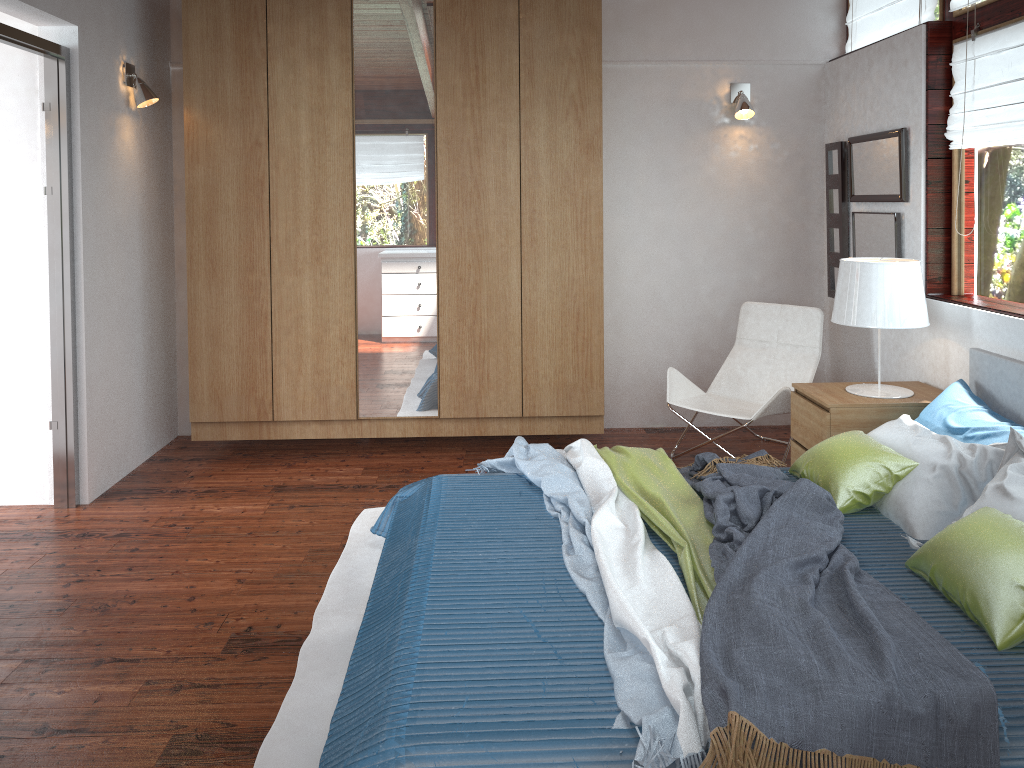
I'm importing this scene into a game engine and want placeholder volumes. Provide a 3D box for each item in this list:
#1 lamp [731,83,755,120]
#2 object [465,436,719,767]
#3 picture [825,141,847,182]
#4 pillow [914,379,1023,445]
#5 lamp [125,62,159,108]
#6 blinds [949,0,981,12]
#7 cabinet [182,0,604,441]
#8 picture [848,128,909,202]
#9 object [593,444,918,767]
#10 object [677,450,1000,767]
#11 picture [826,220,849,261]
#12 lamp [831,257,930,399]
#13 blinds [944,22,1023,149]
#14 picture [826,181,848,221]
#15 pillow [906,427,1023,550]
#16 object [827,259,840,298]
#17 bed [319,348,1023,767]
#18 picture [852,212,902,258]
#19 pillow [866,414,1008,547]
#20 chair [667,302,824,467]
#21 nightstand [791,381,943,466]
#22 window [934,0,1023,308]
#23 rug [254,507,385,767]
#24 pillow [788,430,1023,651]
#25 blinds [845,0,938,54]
[{"bbox_3d":[1.374,-1.680,5.173,0.121,0.225,0.154,-1,5,-1],"label":"lamp"},{"bbox_3d":[0.177,0.574,2.689,0.536,0.370,2.198,-1,12,-6],"label":"object"},{"bbox_3d":[1.859,-1.273,5.010,0.040,0.223,0.226,-1,7,-2],"label":"picture"},{"bbox_3d":[1.738,0.234,3.170,0.347,0.324,0.931,-1,11,-4],"label":"pillow"},{"bbox_3d":[-1.891,-1.532,4.486,0.143,0.226,0.120,-1,4,-2],"label":"lamp"},{"bbox_3d":[2.048,-1.790,3.401,0.032,0.415,1.266,-1,11,-2],"label":"blinds"},{"bbox_3d":[-0.623,-0.962,4.896,2.200,2.388,0.587,-1,2,-2],"label":"cabinet"},{"bbox_3d":[1.886,-1.123,4.525,0.042,0.357,0.638,-1,9,-2],"label":"picture"},{"bbox_3d":[0.540,0.630,2.668,0.491,0.439,2.148,-1,11,-6],"label":"object"},{"bbox_3d":[0.757,0.485,2.618,0.628,0.400,2.169,1,11,7],"label":"object"},{"bbox_3d":[1.871,-0.827,5.022,0.040,0.223,0.226,-1,7,-2],"label":"picture"},{"bbox_3d":[1.629,-0.258,3.868,0.406,0.583,0.411,-1,5,-5],"label":"lamp"},{"bbox_3d":[2.043,-1.196,3.420,0.054,0.486,1.260,-1,10,-2],"label":"blinds"},{"bbox_3d":[1.865,-1.050,5.016,0.040,0.223,0.226,-1,7,-2],"label":"picture"},{"bbox_3d":[1.445,0.414,2.299,0.360,0.385,0.869,-1,10,-7],"label":"pillow"},{"bbox_3d":[1.877,-0.604,5.028,0.040,0.223,0.226,-1,7,-2],"label":"object"},{"bbox_3d":[0.734,0.459,2.628,2.573,0.760,2.182,-1,11,-1],"label":"bed"},{"bbox_3d":[1.888,-0.640,4.529,0.043,0.500,0.513,-1,7,-2],"label":"picture"},{"bbox_3d":[1.430,0.283,3.115,0.472,0.354,0.890,-1,10,-6],"label":"pillow"},{"bbox_3d":[1.261,0.003,4.592,0.805,0.790,0.703,-6,8,-41],"label":"chair"},{"bbox_3d":[1.616,0.304,3.882,0.608,0.537,0.434,-1,6,-2],"label":"nightstand"},{"bbox_3d":[-2.007,-0.983,2.511,8.293,1.911,5.375,-1,11,-2],"label":"window"},{"bbox_3d":[0.253,0.816,2.609,1.799,0.048,2.767,-1,12,-2],"label":"rug"},{"bbox_3d":[1.248,0.384,2.718,0.311,0.215,1.407,-1,12,-2],"label":"pillow"},{"bbox_3d":[2.007,-2.118,4.667,0.032,0.554,1.051,-1,10,-2],"label":"blinds"}]
